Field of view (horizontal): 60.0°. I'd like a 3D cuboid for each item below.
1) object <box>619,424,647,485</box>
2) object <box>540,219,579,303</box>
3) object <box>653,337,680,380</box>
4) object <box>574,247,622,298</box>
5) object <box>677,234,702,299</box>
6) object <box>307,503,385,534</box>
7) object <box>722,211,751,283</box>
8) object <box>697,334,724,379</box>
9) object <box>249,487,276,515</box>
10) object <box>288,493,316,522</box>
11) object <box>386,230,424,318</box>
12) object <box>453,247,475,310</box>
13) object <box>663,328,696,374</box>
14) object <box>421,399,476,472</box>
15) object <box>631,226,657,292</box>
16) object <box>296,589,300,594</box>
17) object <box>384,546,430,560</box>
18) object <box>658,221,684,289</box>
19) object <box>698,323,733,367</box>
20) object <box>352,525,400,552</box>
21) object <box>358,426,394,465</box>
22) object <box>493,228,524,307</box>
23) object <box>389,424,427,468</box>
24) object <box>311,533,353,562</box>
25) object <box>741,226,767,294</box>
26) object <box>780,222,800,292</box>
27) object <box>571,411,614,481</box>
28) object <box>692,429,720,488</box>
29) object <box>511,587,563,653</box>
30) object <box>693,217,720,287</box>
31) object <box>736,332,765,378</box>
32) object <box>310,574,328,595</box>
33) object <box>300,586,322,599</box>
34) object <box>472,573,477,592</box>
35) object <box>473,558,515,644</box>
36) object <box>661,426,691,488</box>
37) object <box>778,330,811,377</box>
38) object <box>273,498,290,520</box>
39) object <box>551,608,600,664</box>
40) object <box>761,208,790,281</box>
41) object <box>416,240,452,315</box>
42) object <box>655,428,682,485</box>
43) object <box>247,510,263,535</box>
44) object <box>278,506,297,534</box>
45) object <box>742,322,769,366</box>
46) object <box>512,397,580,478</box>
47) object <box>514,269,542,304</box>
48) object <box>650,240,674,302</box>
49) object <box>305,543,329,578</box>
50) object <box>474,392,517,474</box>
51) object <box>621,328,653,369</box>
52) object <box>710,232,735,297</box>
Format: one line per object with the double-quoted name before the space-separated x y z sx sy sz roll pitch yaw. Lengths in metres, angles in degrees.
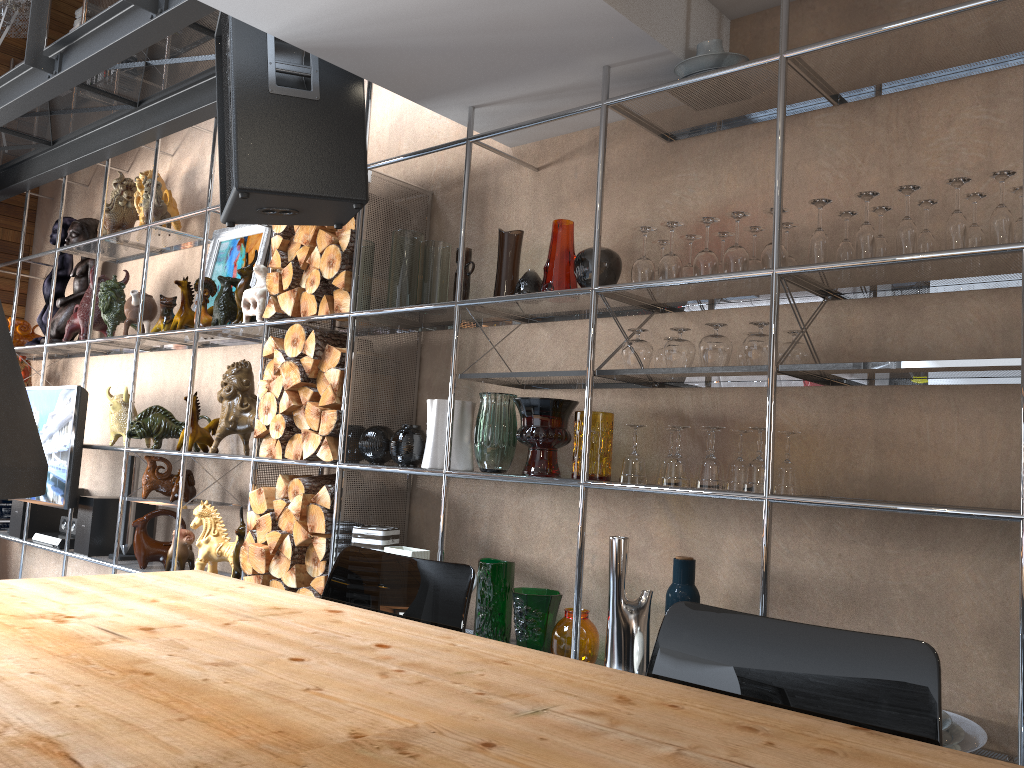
"object" 0.355 0.205 2.577 0.081 0.170 0.081 6 -6 -23
"object" 0.159 -0.397 2.855 0.127 0.255 0.126 4 -5 -5
"object" 0.481 -0.078 2.721 0.092 0.124 0.092 6 -6 -23
"object" 0.266 -0.347 2.750 0.149 0.149 0.148 4 -5 -6
"object" 0.536 -0.353 2.680 0.071 0.184 0.070 2 -6 17
"object" -0.640 0.517 3.428 0.135 0.114 0.299 -1 -7 39
"object" 0.613 -0.372 2.422 0.071 0.184 0.070 2 -6 17
"object" 0.595 -0.080 2.622 0.092 0.124 0.092 6 -6 -23
"object" -0.924 0.486 3.679 0.151 0.119 0.299 -1 -7 43
"object" -0.711 0.489 3.501 0.098 0.115 0.362 -1 -7 40
"object" -0.405 -0.416 3.360 0.122 0.313 0.122 6 -6 -28
"object" -0.172 -0.373 3.129 0.058 0.215 0.077 6 -6 -22
"object" 0.479 -0.095 2.539 0.092 0.124 0.092 6 -6 -23
"object" -0.220 0.181 3.114 0.175 0.241 0.165 5 -5 -13
"object" 0.390 -0.368 2.623 0.071 0.184 0.070 2 -6 17
"object" -0.712 0.839 3.473 0.087 0.095 0.303 -1 -7 41
"object" -0.381 0.728 3.138 0.148 0.287 0.092 -1 -7 41
"object" 0.458 -0.370 2.556 0.071 0.184 0.070 2 -6 17
"object" 0.557 -0.100 2.427 0.092 0.124 0.092 6 -6 -23
"object" -0.514 0.704 3.278 0.139 0.347 0.140 2 -6 21
"object" -0.504 0.231 3.338 0.148 0.146 0.150 2 -6 21
"object" -0.014 -0.401 3.008 0.092 0.268 0.092 6 -6 -26
"object" -0.372 0.226 3.223 0.151 0.154 0.151 -2 -7 44
"object" -0.625 0.617 3.421 0.111 0.121 0.309 -1 -7 40
"object" 0.695 -0.355 2.551 0.071 0.184 0.070 2 -6 17
"object" 0.770 -0.356 2.494 0.071 0.184 0.070 2 -6 17
"object" 0.247 0.190 2.707 0.120 0.206 0.120 4 -5 -1
"object" 0.573 0.220 2.596 0.081 0.170 0.081 0 -7 37
"object" 0.071 0.758 2.766 0.157 0.219 0.161 4 -5 -2
"object" 0.546 -0.370 2.491 0.071 0.184 0.070 2 -6 17
"object" 0.690 -0.082 2.539 0.092 0.124 0.092 6 -6 -23
"object" -0.626 0.759 3.406 0.095 0.088 0.303 -1 -7 39
"object" -0.663 0.825 3.395 0.126 0.112 0.287 -1 -7 41
"object" -0.223 0.749 3.024 0.171 0.245 0.146 5 -6 -19
"object" -0.060 0.723 2.894 0.125 0.295 0.129 6 -6 -24
"object" 0.466 0.204 2.499 0.081 0.170 0.081 0 -7 37
"object" 0.781 -0.083 2.460 0.092 0.124 0.092 6 -6 -23
"object" -0.827 0.515 3.622 0.098 0.090 0.303 -1 -7 40
"object" 0.189 0.771 2.650 0.145 0.188 0.145 0 -6 33
"object" 0.702 -0.372 2.366 0.071 0.184 0.070 2 -6 17
"object" -0.288 -0.389 3.250 0.112 0.253 0.113 -1 -7 41
"object" 0.477 0.221 2.675 0.081 0.170 0.081 6 -6 -23
"object" -0.962 0.588 3.720 0.097 0.120 0.307 0 -7 36
"object" -0.764 0.551 3.577 0.164 0.128 0.321 -1 -7 40
"object" 0.661 -0.100 2.363 0.092 0.124 0.092 6 -6 -23
"object" 0.101 0.174 2.839 0.216 0.244 0.218 0 -6 31
"object" 0.061 -0.323 2.931 0.108 0.109 0.109 6 -6 -23
"object" 0.465 -0.350 2.759 0.071 0.184 0.070 2 -6 17
"object" -0.654 0.682 3.465 0.143 0.143 0.285 -1 -7 41
"object" -0.054 0.165 2.959 0.144 0.264 0.142 5 -6 -19
"object" 0.367 -0.097 2.599 0.092 0.124 0.092 6 -6 -23
"object" 0.622 -0.353 2.628 0.071 0.184 0.070 2 -6 17
